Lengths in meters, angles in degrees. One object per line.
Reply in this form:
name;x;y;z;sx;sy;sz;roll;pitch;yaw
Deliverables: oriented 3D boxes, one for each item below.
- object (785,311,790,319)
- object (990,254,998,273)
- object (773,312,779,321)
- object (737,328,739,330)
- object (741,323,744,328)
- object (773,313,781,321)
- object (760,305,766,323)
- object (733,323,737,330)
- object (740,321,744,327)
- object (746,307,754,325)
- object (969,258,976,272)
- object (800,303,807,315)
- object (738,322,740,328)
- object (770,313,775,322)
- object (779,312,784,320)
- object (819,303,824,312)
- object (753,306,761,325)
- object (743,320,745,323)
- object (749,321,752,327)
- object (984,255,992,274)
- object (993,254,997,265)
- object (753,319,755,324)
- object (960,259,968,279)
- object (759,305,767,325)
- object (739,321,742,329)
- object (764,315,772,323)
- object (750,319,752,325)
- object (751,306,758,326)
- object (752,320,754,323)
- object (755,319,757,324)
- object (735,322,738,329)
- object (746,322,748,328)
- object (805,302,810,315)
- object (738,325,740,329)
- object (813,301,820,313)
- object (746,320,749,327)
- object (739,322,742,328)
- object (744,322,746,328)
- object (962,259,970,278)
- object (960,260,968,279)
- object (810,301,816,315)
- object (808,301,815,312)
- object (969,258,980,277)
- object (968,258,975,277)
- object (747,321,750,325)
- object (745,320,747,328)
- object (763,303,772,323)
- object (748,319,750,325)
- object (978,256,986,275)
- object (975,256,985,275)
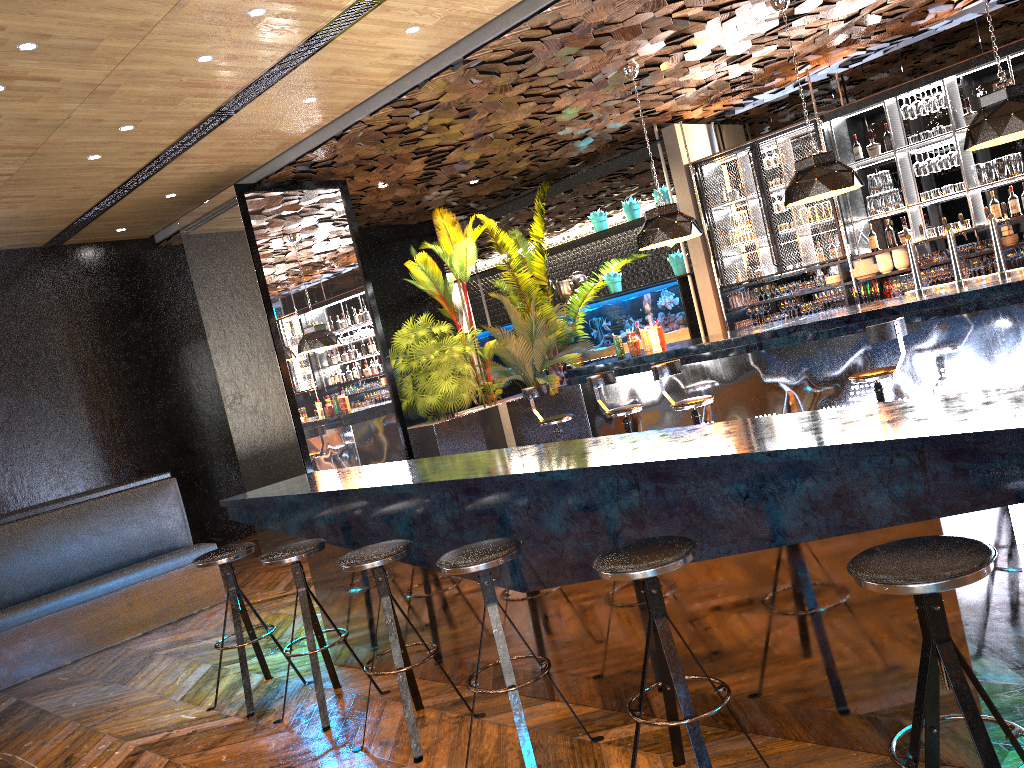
object;3.113;-0.780;10.091;0.093;0.101;0.093;-15;3;-30
object;4.558;-1.112;8.358;0.071;0.217;0.071;-15;3;-36
object;3.042;-0.766;10.168;0.093;0.101;0.093;-12;3;32
object;2.634;-0.673;10.378;0.028;0.097;0.028;-13;2;5
object;2.666;-0.665;10.229;0.034;0.080;0.034;-15;3;-31
object;2.972;-0.740;9.945;0.093;0.101;0.093;-13;2;8
object;2.879;-0.792;10.171;0.091;0.227;0.091;-13;2;8
object;2.610;-0.666;10.356;0.028;0.097;0.028;-12;3;35
object;2.683;-0.683;10.319;0.031;0.098;0.031;-13;3;19
object;2.743;-0.759;10.168;0.091;0.227;0.091;-13;2;8
object;4.545;-1.123;8.688;0.092;0.218;0.092;-13;2;6
object;3.208;-0.811;9.750;0.074;0.146;0.065;-13;3;22
object;2.650;-0.676;10.338;0.033;0.101;0.033;-12;3;26
object;2.969;-0.746;10.096;0.093;0.101;0.093;-13;2;6
object;3.040;-0.760;10.024;0.093;0.101;0.093;-15;3;-24
object;3.423;-0.866;9.830;0.065;0.146;0.074;-14;3;-22
object;2.806;-0.771;10.100;0.091;0.227;0.091;-14;3;-22
object;2.714;-0.691;10.344;0.031;0.098;0.031;-13;2;6
object;2.791;-0.700;10.355;0.034;0.080;0.034;-12;3;28
object;4.542;-1.111;8.429;0.071;0.217;0.071;-15;3;-36
object;4.619;-1.131;8.467;0.071;0.217;0.071;-15;3;-36
object;2.848;-0.717;10.417;0.034;0.080;0.034;-15;3;-35
object;4.489;-1.118;8.778;0.071;0.226;0.071;-13;2;17
object;2.906;-0.805;10.342;0.091;0.227;0.091;-16;3;-41
object;2.676;-0.683;10.365;0.033;0.101;0.033;-12;3;37
object;2.896;-0.725;10.022;0.093;0.101;0.093;-13;2;13
object;2.814;-0.719;10.450;0.031;0.098;0.031;-13;2;2
object;2.819;-0.780;10.243;0.091;0.227;0.091;-14;2;-5
object;2.818;-0.708;10.385;0.034;0.080;0.034;-11;3;44
object;2.880;-0.726;10.448;0.034;0.080;0.034;-15;3;-35
object;2.618;-0.667;10.308;0.033;0.101;0.033;-14;3;-20
object;2.728;-0.683;10.295;0.034;0.080;0.034;-13;2;12
object;3.278;-0.831;9.825;0.074;0.146;0.065;-15;3;-32
object;2.656;-0.679;10.402;0.028;0.097;0.028;-14;3;-20
object;3.350;-0.845;9.761;0.074;0.146;0.065;-14;3;-22
object;2.765;-0.705;10.397;0.031;0.098;0.031;-14;3;-23
object;2.658;-0.675;10.291;0.031;0.098;0.031;-14;2;-6
object;2.696;-0.673;10.260;0.034;0.080;0.034;-13;2;10
object;4.397;-1.087;8.570;0.071;0.226;0.071;-13;2;17
object;4.342;-1.071;8.513;0.071;0.226;0.071;-13;2;17
object;3.345;-0.850;9.893;0.074;0.146;0.065;-14;2;-15
object;3.277;-0.825;9.686;0.074;0.146;0.065;-12;3;40
object;4.432;-1.086;8.465;0.092;0.218;0.092;-13;2;6
object;4.467;-1.101;8.617;0.092;0.218;0.092;-13;2;6
object;2.756;-0.691;10.324;0.034;0.080;0.034;-15;3;-36
object;2.735;-0.697;10.370;0.031;0.098;0.031;-13;2;0
object;2.962;-0.815;10.251;0.091;0.227;0.091;-13;2;8
object;2.789;-0.712;10.421;0.031;0.098;0.031;-14;2;-13
object;4.589;-1.132;8.644;0.092;0.218;0.092;-13;2;6
object;4.517;-1.110;8.529;0.092;0.218;0.092;-13;2;6
